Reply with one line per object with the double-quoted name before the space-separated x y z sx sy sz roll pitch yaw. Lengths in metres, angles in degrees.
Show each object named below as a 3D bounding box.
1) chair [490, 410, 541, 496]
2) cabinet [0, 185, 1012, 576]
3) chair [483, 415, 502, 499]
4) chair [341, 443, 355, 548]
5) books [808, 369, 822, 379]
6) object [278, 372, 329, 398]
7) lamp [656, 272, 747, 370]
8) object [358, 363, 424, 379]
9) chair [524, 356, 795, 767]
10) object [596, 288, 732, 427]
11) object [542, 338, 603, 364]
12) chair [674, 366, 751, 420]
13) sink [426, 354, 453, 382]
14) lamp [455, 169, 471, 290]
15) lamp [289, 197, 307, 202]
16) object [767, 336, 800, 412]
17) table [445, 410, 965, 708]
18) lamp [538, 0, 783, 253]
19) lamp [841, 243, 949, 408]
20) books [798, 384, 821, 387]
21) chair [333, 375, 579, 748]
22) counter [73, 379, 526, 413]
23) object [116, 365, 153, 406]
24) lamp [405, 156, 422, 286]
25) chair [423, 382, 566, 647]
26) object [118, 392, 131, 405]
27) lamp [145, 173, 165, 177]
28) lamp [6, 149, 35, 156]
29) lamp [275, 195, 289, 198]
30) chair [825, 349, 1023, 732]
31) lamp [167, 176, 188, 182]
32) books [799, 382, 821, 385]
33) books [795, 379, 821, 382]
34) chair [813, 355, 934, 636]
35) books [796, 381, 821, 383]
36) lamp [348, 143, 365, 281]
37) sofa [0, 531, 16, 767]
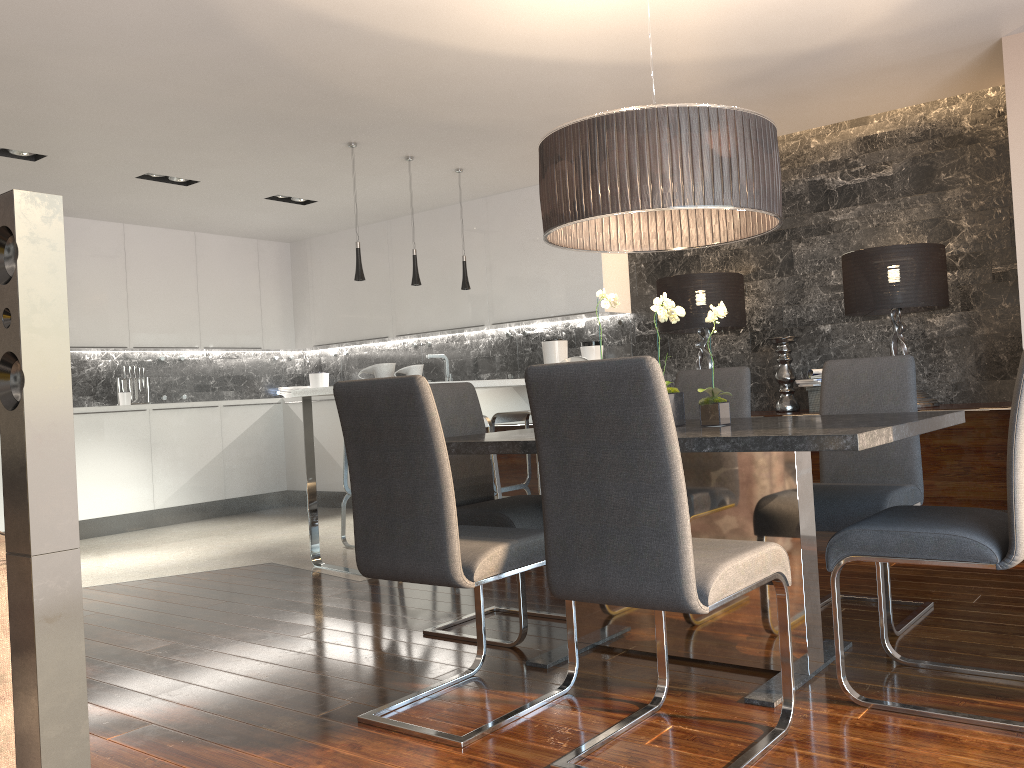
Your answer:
"chair" 0.132 0.559 5.281 0.408 0.800 0.443 -4 -1 38
"cabinet" -0.979 -0.228 5.213 6.558 2.501 4.685 -4 -1 38
"chair" -0.334 0.579 4.702 0.408 0.800 0.443 -4 -1 38
"chair" -0.810 0.620 5.649 0.408 0.800 0.443 -4 -1 38
"books" 2.055 -0.048 5.503 0.340 0.109 0.258 -3 -1 -42
"object" -2.034 0.011 8.527 0.375 0.234 0.521 -3 -1 -43
"lamp" 1.306 -0.256 5.994 0.566 0.933 0.619 -4 -1 28
"object" -0.709 -0.060 5.203 0.415 0.133 0.198 -4 -1 38
"chair" 0.373 0.421 2.175 0.405 0.964 0.602 -4 -1 38
"object" 0.501 -0.105 3.043 0.546 0.501 0.326 -4 -1 34
"object" 0.532 -0.199 6.545 0.607 0.298 0.392 -3 -1 -40
"chair" 0.743 0.420 3.692 0.405 0.964 0.602 -4 -1 38
"sink" -0.535 0.002 7.347 1.093 0.520 0.536 -4 -1 37
"lamp" -0.347 -1.081 6.161 0.055 0.845 0.061 -4 -1 38
"lamp" -1.643 -1.465 6.855 0.174 0.077 0.179 -3 -1 9
"object" 1.770 -0.061 5.690 0.210 0.485 0.206 -3 -1 -4
"table" 0.565 0.522 2.923 1.518 0.760 1.096 -4 -1 38
"lamp" 0.473 -1.056 2.969 0.844 1.103 0.765 -3 -1 -28
"lamp" 2.299 -0.325 5.246 0.619 0.933 0.566 -3 -1 -26
"books" 1.986 0.001 5.495 0.323 0.011 0.249 -3 -1 -6
"chair" -0.156 0.458 2.575 0.405 0.964 0.602 -4 -1 38
"counter" -1.474 0.093 6.752 3.819 0.041 2.836 -4 -1 38
"object" -3.168 0.012 7.364 0.057 0.336 0.307 -4 -1 42
"lamp" -0.652 -1.068 5.782 0.055 0.845 0.061 -4 -1 38
"chair" -0.059 0.463 3.426 0.542 0.964 0.450 -4 -1 38
"object" -3.176 0.120 7.220 0.093 0.117 0.091 -3 -1 -3
"lamp" -2.402 -1.432 5.915 0.167 0.077 0.186 -4 -1 38
"lamp" -2.923 -1.410 5.267 0.171 0.077 0.183 -4 -1 21
"lamp" -1.762 -1.460 6.707 0.173 0.077 0.181 -4 -1 14
"chair" 1.212 0.375 2.437 0.542 0.964 0.450 -4 -1 38
"lamp" -2.283 -1.437 6.063 0.171 0.077 0.183 -4 -1 21
"books" 2.001 -0.011 5.495 0.329 0.011 0.245 -3 -1 -16
"books" 1.977 -0.030 5.507 0.326 0.011 0.247 -3 -1 -11
"chair" 1.273 0.383 3.292 0.405 0.964 0.602 -4 -1 38
"books" 1.985 -0.020 5.505 0.329 0.011 0.245 -3 -1 -16
"lamp" -0.958 -1.055 5.403 0.055 0.845 0.061 -4 -1 38
"sofa" -2.671 0.721 1.631 2.886 0.704 2.350 -3 -1 -42
